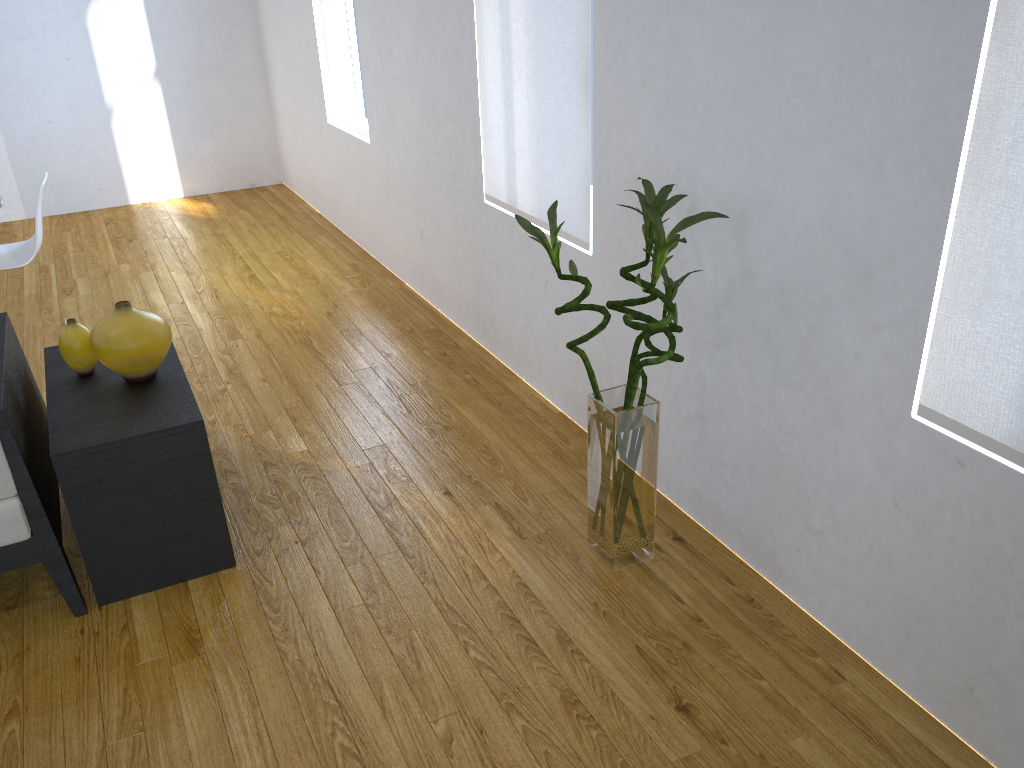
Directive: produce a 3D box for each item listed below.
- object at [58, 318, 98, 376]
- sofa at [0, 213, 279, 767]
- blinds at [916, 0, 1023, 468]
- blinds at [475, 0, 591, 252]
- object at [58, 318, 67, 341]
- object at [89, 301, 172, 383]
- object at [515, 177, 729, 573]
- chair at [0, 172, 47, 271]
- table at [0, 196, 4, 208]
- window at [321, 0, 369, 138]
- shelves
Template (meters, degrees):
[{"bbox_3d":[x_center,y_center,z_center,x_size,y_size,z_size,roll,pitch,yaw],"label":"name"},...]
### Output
[{"bbox_3d":[-1.189,-0.101,2.432,0.095,0.162,0.094,5,28,14],"label":"object"},{"bbox_3d":[-1.927,0.650,1.433,5.322,0.688,9.625,-14,28,-23],"label":"sofa"},{"bbox_3d":[0.909,-0.749,0.913,0.007,2.139,0.754,-15,30,-23],"label":"blinds"},{"bbox_3d":[0.031,-1.494,2.506,0.007,2.138,0.754,-15,30,-23],"label":"blinds"},{"bbox_3d":[-1.293,-0.144,2.593,0.071,0.105,0.070,-2,27,2],"label":"object"},{"bbox_3d":[-1.024,-0.117,2.386,0.207,0.218,0.204,5,28,15],"label":"object"},{"bbox_3d":[0.305,-0.011,2.219,0.482,0.993,0.377,17,33,33],"label":"object"},{"bbox_3d":[-2.117,-0.670,3.694,0.418,0.356,0.401,-13,29,-21],"label":"chair"},{"bbox_3d":[-2.943,-0.270,3.436,1.904,0.631,1.060,-14,29,-23],"label":"table"},{"bbox_3d":[-0.838,-2.312,4.245,0.073,2.156,0.767,-15,30,-23],"label":"window"},{"bbox_3d":[-1.073,0.193,2.525,0.348,0.457,0.722,-14,29,-22],"label":"shelves"}]
